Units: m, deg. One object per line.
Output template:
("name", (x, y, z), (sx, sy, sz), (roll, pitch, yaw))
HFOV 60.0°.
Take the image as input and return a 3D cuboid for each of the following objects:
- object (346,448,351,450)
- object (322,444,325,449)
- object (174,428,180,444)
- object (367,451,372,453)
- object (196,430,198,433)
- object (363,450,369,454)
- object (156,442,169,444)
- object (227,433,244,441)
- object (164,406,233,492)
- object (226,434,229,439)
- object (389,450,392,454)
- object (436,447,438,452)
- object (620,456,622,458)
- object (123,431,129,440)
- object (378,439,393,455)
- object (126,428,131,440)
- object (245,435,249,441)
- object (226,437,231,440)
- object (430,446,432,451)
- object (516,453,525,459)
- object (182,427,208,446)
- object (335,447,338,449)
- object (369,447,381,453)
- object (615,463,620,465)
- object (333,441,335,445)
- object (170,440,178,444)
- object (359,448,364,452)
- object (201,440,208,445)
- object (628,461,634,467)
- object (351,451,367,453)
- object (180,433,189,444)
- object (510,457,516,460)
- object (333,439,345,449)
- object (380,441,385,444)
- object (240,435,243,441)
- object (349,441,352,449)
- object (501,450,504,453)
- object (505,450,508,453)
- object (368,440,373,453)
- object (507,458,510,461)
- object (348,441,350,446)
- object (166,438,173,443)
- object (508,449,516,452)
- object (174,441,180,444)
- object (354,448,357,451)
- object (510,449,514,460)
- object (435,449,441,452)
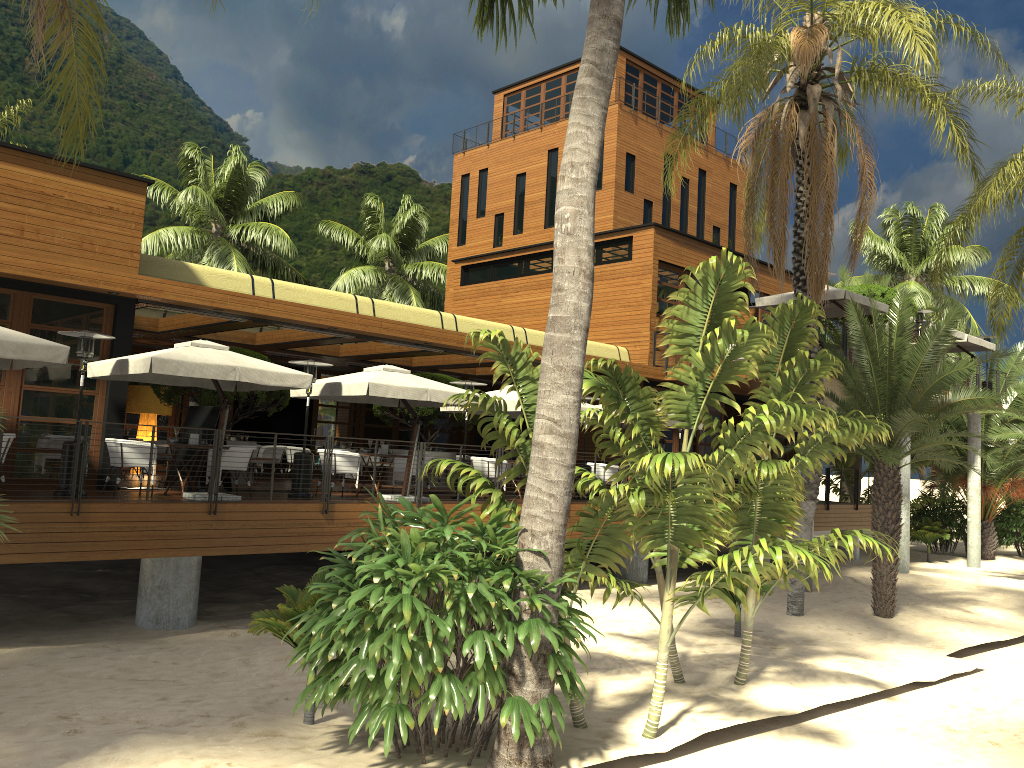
("object", (-4.028, 1.613, 21.830), (0.116, 0.065, 0.116), (5, -5, -23))
("object", (-4.593, 1.531, 21.914), (0.163, 0.179, 0.167), (5, -6, -23))
("object", (-4.848, 0.755, 12.802), (0.082, 0.227, 0.082), (8, -8, -43))
("object", (-2.440, 1.176, 15.195), (0.080, 0.042, 0.080), (2, -5, 8))
("object", (-4.722, 0.806, 13.341), (0.082, 0.227, 0.082), (8, -8, -43))
("object", (-2.509, 1.166, 15.267), (0.116, 0.065, 0.116), (-2, -7, 44))
("object", (-5.016, 0.851, 12.797), (0.170, 0.025, 0.294), (8, -6, -44))
("object", (-6.195, 1.236, 19.854), (0.263, 0.264, 0.263), (7, -7, -40))
("object", (-5.136, 1.063, 14.694), (0.768, 1.399, 0.770), (0, -6, 31))
("object", (-6.304, 1.222, 19.573), (0.082, 0.227, 0.082), (-1, -7, 39))
("object", (-2.126, 1.191, 15.445), (0.086, 0.086, 0.086), (7, -7, -39))
("object", (-2.053, 1.824, 24.162), (0.082, 0.227, 0.082), (4, -6, -6))
("object", (2.448, 1.717, 19.793), (0.082, 0.227, 0.082), (8, -8, -43))
("object", (-7.709, 1.017, 17.645), (0.163, 0.179, 0.167), (4, -5, -6))
("object", (-2.195, 1.082, 15.247), (0.263, 0.264, 0.263), (3, -5, 1))
("object", (-7.823, 1.017, 18.063), (0.082, 0.227, 0.082), (3, -6, -3))
("object", (-5.919, 1.260, 19.782), (0.082, 0.227, 0.082), (7, -7, -34))
("object", (-6.214, 1.245, 19.467), (0.163, 0.179, 0.168), (6, -6, -33))
("object", (-2.180, 1.784, 23.757), (0.082, 0.227, 0.082), (3, -6, -1))
("object", (0.223, 1.401, 17.564), (0.263, 0.264, 0.263), (3, -5, 1))
("object", (-4.621, 0.762, 12.922), (0.263, 0.264, 0.263), (3, -5, 1))
("object", (-4.258, 1.564, 21.517), (0.086, 0.086, 0.086), (1, -5, 19))
("object", (-2.405, 1.130, 15.461), (0.167, 0.179, 0.163), (8, -7, -42))
("object", (2.360, 1.808, 19.933), (0.116, 0.065, 0.116), (1, -5, 28))
("object", (-4.356, 1.488, 21.555), (0.082, 0.227, 0.082), (7, -7, -32))
("object", (-4.935, 0.846, 12.942), (0.116, 0.065, 0.116), (7, -6, -40))
("object", (-2.598, 1.156, 15.336), (0.086, 0.086, 0.086), (7, -7, -39))
("object", (-4.552, 0.871, 13.120), (0.086, 0.086, 0.086), (7, -7, -39))
("object", (2.674, 1.724, 19.913), (0.263, 0.264, 0.263), (3, -5, 1))
("object", (-2.590, 1.170, 15.122), (0.170, 0.025, 0.294), (8, -6, -44))
("object", (-4.831, 0.810, 13.133), (0.168, 0.179, 0.163), (-2, -7, 44))
("object", (0.014, 1.449, 17.778), (0.167, 0.179, 0.163), (8, -7, -42))
("object", (-4.222, 1.501, 21.807), (0.263, 0.264, 0.263), (6, -6, -26))
("object", (-2.296, 1.126, 15.666), (0.082, 0.227, 0.082), (-1, -7, 35))
("object", (-6.139, 1.277, 20.146), (0.082, 0.227, 0.082), (8, -7, -39))
("object", (-3.950, 1.520, 21.680), (0.082, 0.227, 0.082), (6, -6, -25))
("object", (-0.236, 1.743, 21.923), (0.082, 0.227, 0.082), (2, -6, 8))
("object", (-0.140, 1.780, 22.323), (0.082, 0.227, 0.082), (4, -6, -9))
("object", (-2.422, 1.075, 15.127), (0.082, 0.227, 0.082), (8, -8, -43))
("object", (-0.091, 1.485, 17.584), (0.116, 0.065, 0.116), (-2, -7, 44))
("object", (-4.058, 1.547, 22.079), (0.082, 0.227, 0.082), (7, -7, -32))
("object", (-5.023, 0.836, 13.011), (0.086, 0.086, 0.086), (7, -7, -39))
("object", (0.042, 1.756, 22.084), (0.263, 0.264, 0.263), (3, -5, 2))
("object", (-4.866, 0.856, 12.870), (0.080, 0.042, 0.080), (-1, -6, 37))
("object", (-3.831, 1.605, 21.738), (0.086, 0.086, 0.086), (1, -6, 24))
("object", (-0.003, 1.394, 17.444), (0.082, 0.227, 0.082), (8, -8, -43))
("object", (-2.045, 1.862, 24.294), (0.168, 0.179, 0.162), (2, -5, 8))
